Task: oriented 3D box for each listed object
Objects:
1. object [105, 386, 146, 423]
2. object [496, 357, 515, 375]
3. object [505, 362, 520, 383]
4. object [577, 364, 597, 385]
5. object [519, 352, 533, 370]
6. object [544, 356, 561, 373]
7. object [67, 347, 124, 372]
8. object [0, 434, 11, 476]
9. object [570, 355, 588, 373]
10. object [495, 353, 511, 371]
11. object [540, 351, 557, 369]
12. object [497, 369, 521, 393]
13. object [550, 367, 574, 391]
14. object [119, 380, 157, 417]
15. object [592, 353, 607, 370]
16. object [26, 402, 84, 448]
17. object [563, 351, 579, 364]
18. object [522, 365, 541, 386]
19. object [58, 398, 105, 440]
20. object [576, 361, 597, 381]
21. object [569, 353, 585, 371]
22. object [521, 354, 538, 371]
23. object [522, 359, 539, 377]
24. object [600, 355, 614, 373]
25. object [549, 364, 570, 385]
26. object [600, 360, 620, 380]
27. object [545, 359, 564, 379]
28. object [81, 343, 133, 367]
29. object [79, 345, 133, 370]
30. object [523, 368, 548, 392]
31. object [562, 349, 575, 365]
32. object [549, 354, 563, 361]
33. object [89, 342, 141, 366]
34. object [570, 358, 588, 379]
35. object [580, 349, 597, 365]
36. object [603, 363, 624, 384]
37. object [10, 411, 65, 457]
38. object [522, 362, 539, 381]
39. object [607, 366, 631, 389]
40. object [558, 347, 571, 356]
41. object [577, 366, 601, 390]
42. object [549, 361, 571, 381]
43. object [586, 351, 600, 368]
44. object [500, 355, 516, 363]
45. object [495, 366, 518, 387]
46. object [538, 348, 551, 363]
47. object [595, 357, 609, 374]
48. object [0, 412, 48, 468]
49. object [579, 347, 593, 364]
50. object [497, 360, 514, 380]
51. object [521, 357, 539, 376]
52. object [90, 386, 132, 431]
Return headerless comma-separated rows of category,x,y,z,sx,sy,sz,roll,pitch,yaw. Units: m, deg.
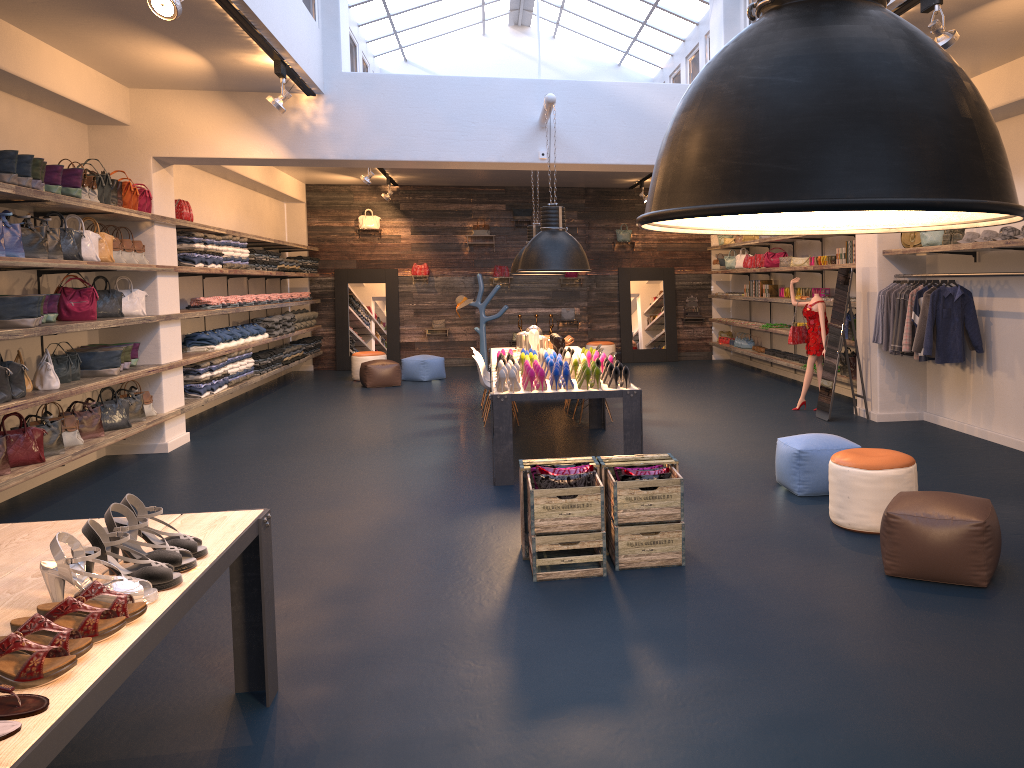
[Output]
object,-3.509,0.192,7.934,0.200,0.337,0.406,2,6,36
object,-0.046,-0.165,8.246,0.209,0.194,0.235,-2,5,-10
object,-0.019,-0.099,7.682,0.213,0.194,0.229,-3,5,-19
object,0.664,-0.088,7.531,0.206,0.194,0.238,-1,5,-5
object,0.153,-0.234,8.826,0.204,0.194,0.240,-1,5,-2
object,0.403,-0.180,8.339,0.213,0.194,0.238,-1,5,-6
object,-3.604,-0.192,7.530,0.452,0.231,0.164,-5,6,-34
object,-3.466,0.453,5.687,0.201,0.337,0.405,2,6,33
object,0.648,-0.184,8.359,0.206,0.194,0.238,-1,5,-5
object,-0.069,-0.226,8.769,0.206,0.194,0.238,-1,5,-5
object,0.387,-0.241,8.867,0.206,0.194,0.238,-1,5,-5
object,-0.031,-0.034,7.124,0.203,0.194,0.242,-1,5,0
object,0.416,-0.052,7.239,0.202,0.194,0.243,-1,5,2
object,-3.602,0.143,8.248,0.165,0.365,0.414,2,6,36
object,0.877,-0.222,8.669,0.202,0.194,0.243,-1,5,2
object,-3.559,0.319,6.733,0.165,0.365,0.414,2,6,36
object,0.599,-0.245,8.883,0.209,0.194,0.235,-2,5,-9
object,0.186,-0.075,7.457,0.206,0.194,0.238,-1,5,-5
object,-3.506,0.287,7.114,0.201,0.337,0.405,2,6,33
object,0.676,-0.118,7.787,0.209,0.194,0.235,-2,5,-10
object,0.657,-0.217,8.637,0.206,0.194,0.238,-1,5,-5
object,0.185,-0.201,8.542,0.206,0.194,0.238,-1,5,-5
object,0.188,-0.136,7.983,0.202,0.194,0.243,-1,5,3
object,0.897,-0.190,8.392,0.208,0.194,0.235,-2,5,-9
object,0.425,-0.085,7.526,0.206,0.194,0.238,-1,5,-5
object,0.902,-0.128,7.855,0.206,0.194,0.238,-1,5,-5
object,0.400,-0.144,8.036,0.206,0.194,0.238,-1,5,-5
object,-3.743,-0.249,8.046,0.450,0.235,0.165,-4,5,-32
object,-3.676,-0.231,7.887,0.448,0.235,0.166,-4,5,-28
object,0.197,-0.042,7.177,0.208,0.194,0.236,-2,5,-8
object,0.592,-0.277,9.161,0.208,0.194,0.236,-1,5,-8
object,0.425,-0.210,8.600,0.206,0.194,0.238,-1,5,-5
object,-3.758,-0.270,8.234,0.446,0.235,0.166,-4,5,-26
object,0.623,-0.149,8.057,0.206,0.194,0.238,-1,5,-5
object,0.827,-0.283,9.191,0.206,0.194,0.238,-1,5,-5
object,0.894,-0.095,7.577,0.206,0.194,0.238,-1,5,-5
object,-3.466,0.373,6.384,0.200,0.337,0.406,2,6,36
object,0.184,-0.106,7.723,0.204,0.194,0.241,-1,5,-1
object,0.905,-0.063,7.301,0.206,0.194,0.238,-1,5,-5
object,0.574,-0.310,9.446,0.206,0.194,0.238,-1,5,-5
object,0.654,-0.056,7.261,0.210,0.194,0.233,-2,5,-12
object,0.435,-0.115,7.784,0.208,0.194,0.236,-1,5,-8
object,0.822,-0.253,8.939,0.206,0.194,0.238,-1,5,-5
object,-0.034,-0.197,8.518,0.202,0.194,0.243,-1,5,3
object,-0.039,-0.067,7.404,0.211,0.194,0.232,-2,5,-14
object,0.365,-0.301,9.386,0.203,0.194,0.242,-1,5,1
object,0.847,-0.159,8.129,0.201,0.194,0.244,-1,5,3
object,-3.474,0.381,6.061,0.179,0.384,0.458,1,5,33
object,0.816,-0.314,9.455,0.206,0.194,0.238,-1,5,-5
object,-0.048,-0.134,7.977,0.201,0.194,0.244,-1,5,3
object,0.183,-0.168,8.256,0.206,0.194,0.238,-1,5,-5
object,-3.507,0.209,7.544,0.180,0.384,0.456,1,5,30
